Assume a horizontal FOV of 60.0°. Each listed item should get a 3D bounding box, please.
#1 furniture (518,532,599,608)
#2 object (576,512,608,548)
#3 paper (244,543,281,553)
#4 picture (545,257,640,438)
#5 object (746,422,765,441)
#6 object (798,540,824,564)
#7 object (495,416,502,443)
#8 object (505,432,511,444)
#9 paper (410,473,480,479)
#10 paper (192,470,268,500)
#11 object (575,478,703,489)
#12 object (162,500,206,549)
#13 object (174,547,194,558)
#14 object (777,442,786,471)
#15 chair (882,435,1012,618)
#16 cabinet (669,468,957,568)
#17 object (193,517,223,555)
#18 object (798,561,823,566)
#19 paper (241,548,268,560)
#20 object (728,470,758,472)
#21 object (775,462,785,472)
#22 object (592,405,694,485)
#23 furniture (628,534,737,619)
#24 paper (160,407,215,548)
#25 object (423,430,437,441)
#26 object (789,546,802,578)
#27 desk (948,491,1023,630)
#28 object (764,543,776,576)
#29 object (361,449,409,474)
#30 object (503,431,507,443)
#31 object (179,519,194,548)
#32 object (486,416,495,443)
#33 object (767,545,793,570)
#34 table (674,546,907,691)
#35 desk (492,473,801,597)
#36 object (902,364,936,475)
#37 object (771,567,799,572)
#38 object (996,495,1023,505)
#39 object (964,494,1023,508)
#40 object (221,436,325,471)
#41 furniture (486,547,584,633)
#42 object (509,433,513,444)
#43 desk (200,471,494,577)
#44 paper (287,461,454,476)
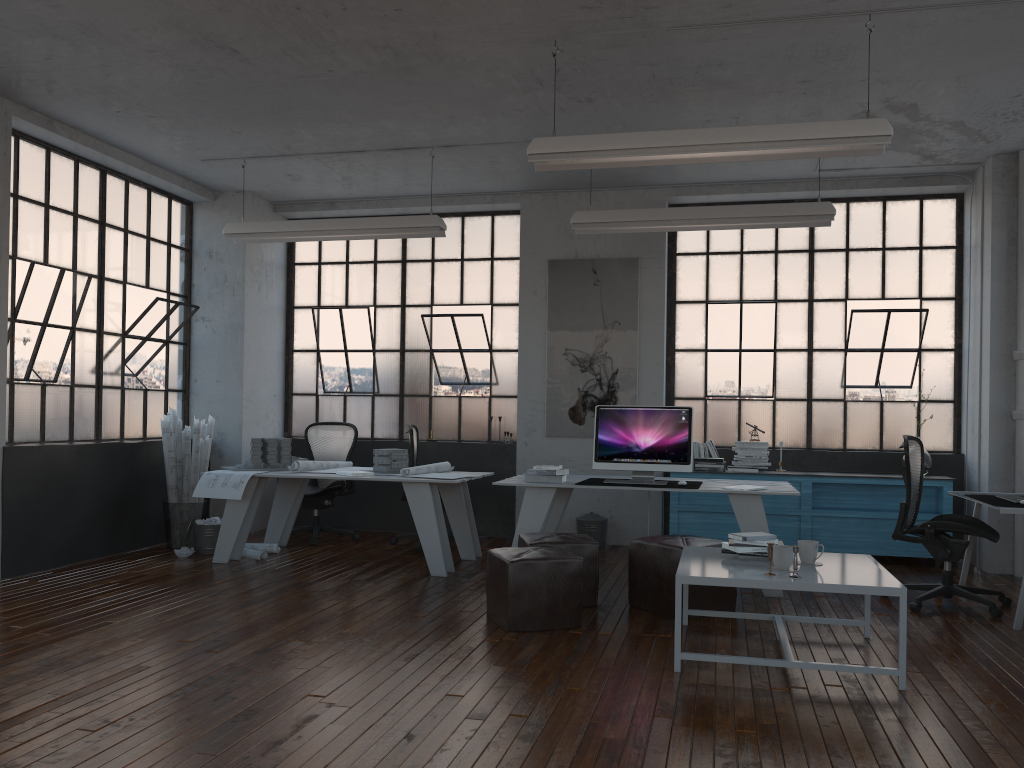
[{"bbox_3d":[0.284,1.176,5.624,0.479,0.439,0.480,1,-1,-8],"label":"furniture"},{"bbox_3d":[0.720,1.307,8.000,0.292,0.308,0.293,0,-2,42],"label":"object"},{"bbox_3d":[-2.134,1.360,7.307,0.466,0.094,0.113,1,-1,-2],"label":"paper"},{"bbox_3d":[0.734,-0.332,8.157,0.853,1.650,0.025,1,0,13],"label":"picture"},{"bbox_3d":[2.139,0.419,7.788,0.092,0.161,0.177,1,-1,-19],"label":"object"},{"bbox_3d":[1.506,0.849,4.466,0.129,0.109,0.101,0,-1,22],"label":"object"},{"bbox_3d":[-0.117,0.445,8.582,0.085,0.259,0.085,1,-1,-23],"label":"object"},{"bbox_3d":[-0.039,0.515,8.530,0.058,0.117,0.032,1,-1,27],"label":"object"},{"bbox_3d":[-0.523,0.694,6.701,0.428,0.001,0.485,0,-2,24],"label":"paper"},{"bbox_3d":[-2.149,0.766,6.767,0.439,0.183,0.434,1,-2,12],"label":"paper"},{"bbox_3d":[0.926,0.715,6.380,0.848,0.008,0.687,0,-2,15],"label":"object"},{"bbox_3d":[-2.788,1.194,7.533,0.354,0.398,0.354,1,-1,20],"label":"object"},{"bbox_3d":[-2.604,1.338,7.044,0.135,0.083,0.108,1,-1,4],"label":"object"},{"bbox_3d":[2.375,0.636,7.824,0.084,0.256,0.084,1,-1,-9],"label":"object"},{"bbox_3d":[2.816,0.878,5.737,0.792,1.085,0.771,1,-1,17],"label":"chair"},{"bbox_3d":[2.492,1.123,7.593,2.262,0.733,0.627,0,-1,13],"label":"cabinet"},{"bbox_3d":[-2.473,1.238,7.296,0.290,0.294,0.290,2,-1,-36],"label":"object"},{"bbox_3d":[1.494,0.903,4.468,0.137,0.003,0.137,0,-2,34],"label":"object"},{"bbox_3d":[-2.087,1.362,7.101,0.341,0.068,0.083,-1,-2,38],"label":"paper"},{"bbox_3d":[1.985,0.744,7.621,0.253,0.014,0.187,0,-2,13],"label":"object"},{"bbox_3d":[2.317,0.716,7.666,0.088,0.084,0.088,1,-1,18],"label":"object"},{"bbox_3d":[0.933,0.432,6.384,0.714,0.552,0.377,1,-1,15],"label":"object"},{"bbox_3d":[1.046,1.171,5.447,0.503,0.460,0.503,2,-2,-38],"label":"furniture"},{"bbox_3d":[-2.783,0.786,7.586,0.412,1.198,0.440,1,-1,-9],"label":"paper"},{"bbox_3d":[-0.792,0.508,8.744,0.124,0.100,0.124,0,-2,36],"label":"object"},{"bbox_3d":[1.304,0.814,4.076,0.055,0.153,0.055,1,-1,-10],"label":"object"},{"bbox_3d":[3.373,1.079,5.544,0.933,0.688,1.227,1,-2,13],"label":"desk"},{"bbox_3d":[1.205,0.816,4.132,0.052,0.148,0.052,1,-1,-36],"label":"object"},{"bbox_3d":[-0.974,0.616,7.118,0.416,0.182,0.389,-1,-2,44],"label":"object"},{"bbox_3d":[-0.066,0.517,8.595,0.032,0.117,0.058,1,-1,-26],"label":"object"},{"bbox_3d":[-2.666,1.245,7.249,0.107,0.281,0.293,1,-1,-13],"label":"object"},{"bbox_3d":[-0.205,0.444,8.619,0.085,0.259,0.085,1,-1,-23],"label":"object"},{"bbox_3d":[1.292,0.839,4.284,0.129,0.109,0.101,0,-1,22],"label":"object"},{"bbox_3d":[1.344,1.125,4.440,0.991,0.444,0.973,1,-2,13],"label":"table"},{"bbox_3d":[0.986,1.069,6.528,2.077,0.704,1.076,0,-2,13],"label":"desk"},{"bbox_3d":[3.410,0.297,7.332,0.232,0.939,0.434,1,-1,-5],"label":"object"},{"bbox_3d":[1.312,0.894,4.275,0.137,0.003,0.137,0,-2,34],"label":"object"},{"bbox_3d":[3.313,0.460,5.565,0.377,0.552,0.714,1,-1,15],"label":"object"},{"bbox_3d":[3.306,0.743,5.565,0.687,0.008,0.848,0,-2,15],"label":"object"},{"bbox_3d":[-1.963,0.550,7.287,0.736,0.305,0.434,2,-2,-32],"label":"object"},{"bbox_3d":[0.121,1.156,5.032,0.470,0.431,0.471,1,-1,-18],"label":"furniture"},{"bbox_3d":[-0.009,0.526,8.599,0.032,0.102,0.058,1,-1,-42],"label":"object"},{"bbox_3d":[-1.272,1.049,7.060,2.056,0.697,1.065,0,-2,13],"label":"desk"},{"bbox_3d":[-1.119,0.671,7.220,1.075,0.105,0.976,0,-2,13],"label":"paper"}]
